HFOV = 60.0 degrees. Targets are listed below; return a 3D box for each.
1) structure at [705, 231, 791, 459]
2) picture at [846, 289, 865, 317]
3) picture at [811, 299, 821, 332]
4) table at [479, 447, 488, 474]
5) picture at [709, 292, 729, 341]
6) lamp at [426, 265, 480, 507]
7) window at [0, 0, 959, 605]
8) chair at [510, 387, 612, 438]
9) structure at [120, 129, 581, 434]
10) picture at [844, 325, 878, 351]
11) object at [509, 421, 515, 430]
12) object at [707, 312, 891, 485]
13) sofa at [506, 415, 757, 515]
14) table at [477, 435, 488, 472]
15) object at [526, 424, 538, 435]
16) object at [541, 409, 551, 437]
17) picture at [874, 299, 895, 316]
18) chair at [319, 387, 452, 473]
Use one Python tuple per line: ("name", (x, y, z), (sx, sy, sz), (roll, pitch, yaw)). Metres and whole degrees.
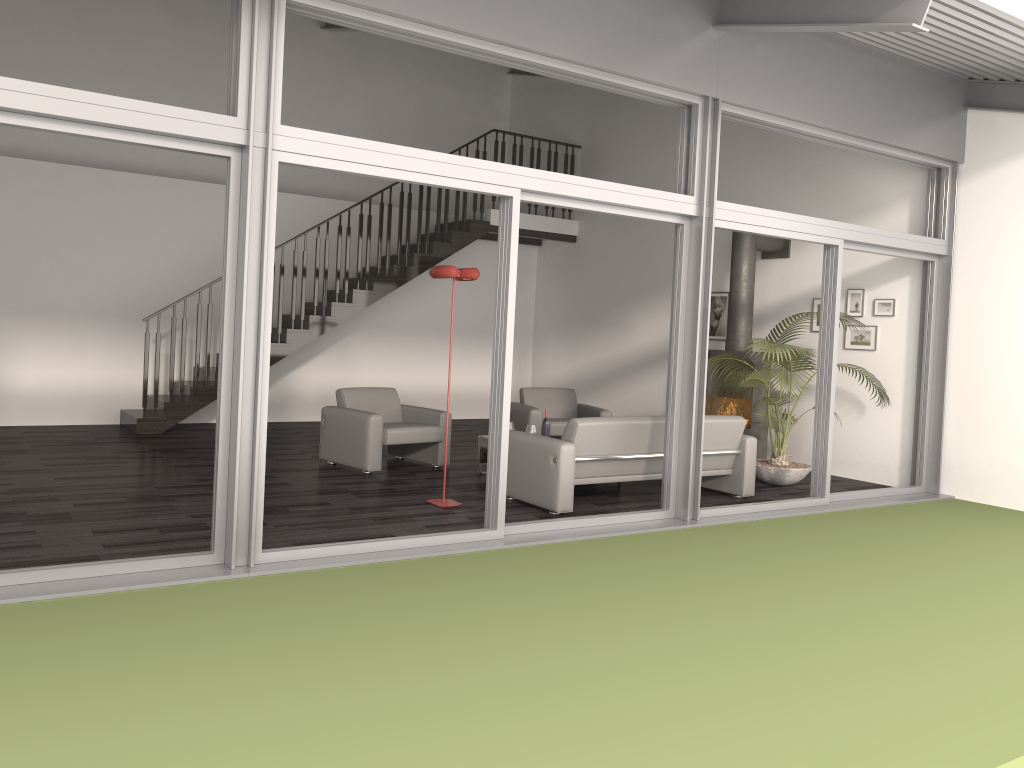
("structure", (2.762, -0.454, 9.830), (1.115, 2.672, 0.819), (2, 2, -33))
("picture", (3.497, -0.826, 9.027), (0.015, 0.280, 0.191), (2, 2, -33))
("picture", (3.288, -0.724, 9.338), (0.015, 0.352, 0.289), (2, 2, -33))
("table", (0.367, 0.734, 8.273), (1.200, 0.250, 0.601), (1, 4, -33))
("picture", (2.451, -0.811, 10.608), (0.026, 0.577, 0.394), (2, 2, -33))
("lamp", (-0.476, 0.009, 6.699), (0.353, 1.787, 0.365), (2, 1, -33))
("window", (-0.014, -0.742, 5.570), (9.740, 3.469, 0.386), (1, 2, -33))
("chair", (0.509, 0.424, 9.714), (0.963, 0.717, 0.911), (2, 3, -18))
("structure", (-1.669, -1.497, 11.882), (6.339, 4.091, 1.001), (1, 2, -33))
("picture", (3.527, -0.468, 8.963), (0.015, 0.244, 0.360), (2, 3, -33))
("object", (-0.033, 0.422, 8.089), (0.116, 0.155, 0.116), (2, 2, -25))
("object", (2.455, 0.112, 8.524), (2.118, 1.665, 1.721), (1, 3, -39))
("sofa", (0.972, 0.583, 7.340), (2.114, 0.717, 0.903), (1, 3, -33))
("table", (0.036, 0.676, 8.052), (0.400, 0.341, 0.681), (1, 3, -33))
("object", (0.178, 0.440, 7.953), (0.116, 0.155, 0.116), (1, 3, -43))
("object", (0.315, 0.421, 8.277), (0.093, 0.370, 0.093), (2, 1, -35))
("picture", (3.677, -0.754, 8.751), (0.015, 0.166, 0.221), (2, 2, -33))
("chair", (-1.177, 0.417, 8.418), (0.963, 0.717, 0.911), (0, 3, -43))
